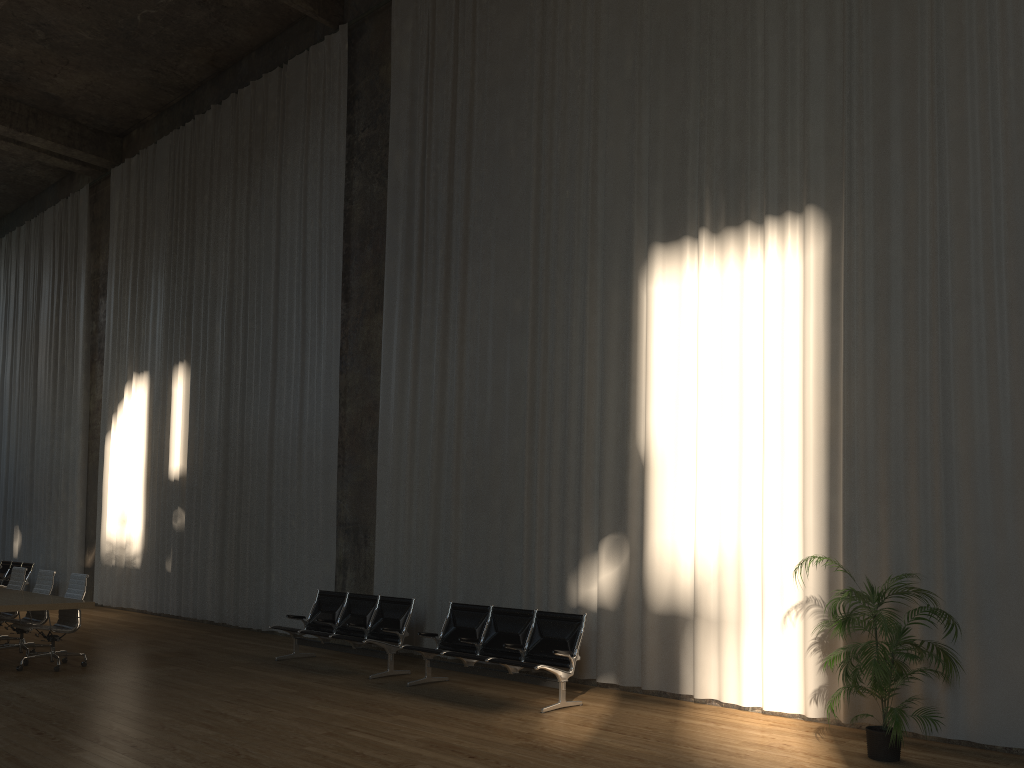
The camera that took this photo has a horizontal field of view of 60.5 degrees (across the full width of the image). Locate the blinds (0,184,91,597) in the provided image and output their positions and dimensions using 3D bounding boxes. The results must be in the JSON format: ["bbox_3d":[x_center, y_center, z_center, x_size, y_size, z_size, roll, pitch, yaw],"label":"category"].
[{"bbox_3d":[-11.647,0.500,20.605,7.851,8.574,0.276,-4,-5,42],"label":"blinds"}]

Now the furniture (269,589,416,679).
[{"bbox_3d":[-1.985,2.830,10.094,1.877,0.835,0.713,-7,-9,42],"label":"furniture"}]

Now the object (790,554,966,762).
[{"bbox_3d":[2.630,1.972,6.376,1.131,1.444,1.101,-2,-6,33],"label":"object"}]

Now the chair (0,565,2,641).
[{"bbox_3d":[-7.077,2.878,11.490,0.703,1.016,0.668,5,-6,-39],"label":"chair"}]

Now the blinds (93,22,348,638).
[{"bbox_3d":[-5.246,-0.392,14.750,7.855,8.574,0.276,-4,-5,43],"label":"blinds"}]

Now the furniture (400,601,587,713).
[{"bbox_3d":[-0.222,2.585,8.481,1.877,0.835,0.713,-7,-9,42],"label":"furniture"}]

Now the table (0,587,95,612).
[{"bbox_3d":[-7.763,2.946,11.215,7.738,0.751,1.615,-8,-12,42],"label":"table"}]

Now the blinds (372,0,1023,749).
[{"bbox_3d":[1.136,-1.280,8.914,7.855,8.574,0.276,-4,-5,43],"label":"blinds"}]

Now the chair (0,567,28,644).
[{"bbox_3d":[-6.411,2.786,10.885,0.703,1.016,0.668,5,-6,-42],"label":"chair"}]

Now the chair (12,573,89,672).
[{"bbox_3d":[-6.994,2.200,7.574,31.601,1.021,13.068,-8,-13,42],"label":"chair"}]

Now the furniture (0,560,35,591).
[{"bbox_3d":[-10.309,3.976,17.632,1.877,0.835,0.713,-7,-9,42],"label":"furniture"}]

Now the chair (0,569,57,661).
[{"bbox_3d":[-5.732,2.692,10.267,0.703,1.016,0.668,6,-7,-44],"label":"chair"}]
